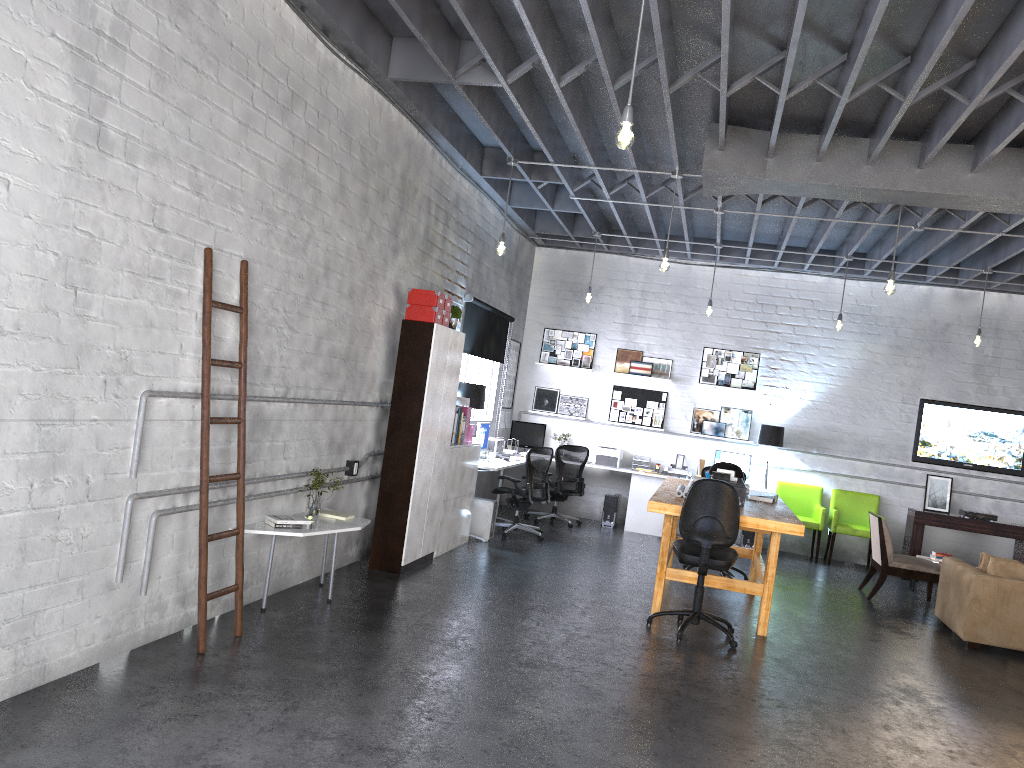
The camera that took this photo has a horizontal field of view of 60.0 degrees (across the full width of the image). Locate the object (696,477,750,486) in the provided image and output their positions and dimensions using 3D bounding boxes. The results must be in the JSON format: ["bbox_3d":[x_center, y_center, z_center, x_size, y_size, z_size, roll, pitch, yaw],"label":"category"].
[{"bbox_3d":[1.971,0.937,8.360,0.519,0.047,0.046,8,0,13],"label":"object"}]

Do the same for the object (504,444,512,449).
[{"bbox_3d":[-0.065,0.836,11.723,0.155,0.141,0.088,8,0,28],"label":"object"}]

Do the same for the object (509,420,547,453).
[{"bbox_3d":[0.199,0.732,12.103,0.560,0.427,0.146,8,0,-40],"label":"object"}]

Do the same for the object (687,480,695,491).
[{"bbox_3d":[1.508,0.859,7.447,0.057,0.057,0.635,8,-1,13],"label":"object"}]

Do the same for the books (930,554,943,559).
[{"bbox_3d":[4.971,2.006,10.262,0.208,0.024,0.144,8,-1,-2],"label":"books"}]

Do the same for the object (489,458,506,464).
[{"bbox_3d":[-0.164,0.861,9.951,0.181,0.028,0.422,8,-1,3],"label":"object"}]

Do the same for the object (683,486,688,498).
[{"bbox_3d":[1.474,0.905,7.454,0.058,0.057,0.635,8,-1,13],"label":"object"}]

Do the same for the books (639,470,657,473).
[{"bbox_3d":[1.767,1.137,11.561,0.211,0.014,0.148,8,-1,-12],"label":"books"}]

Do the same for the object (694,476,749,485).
[{"bbox_3d":[1.992,0.941,8.450,0.519,0.047,0.046,8,0,13],"label":"object"}]

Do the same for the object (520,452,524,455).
[{"bbox_3d":[0.319,0.947,11.804,0.422,0.028,0.180,8,-1,-27],"label":"object"}]

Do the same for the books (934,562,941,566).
[{"bbox_3d":[4.700,2.013,10.008,0.174,0.045,0.240,8,-1,2],"label":"books"}]

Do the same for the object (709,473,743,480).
[{"bbox_3d":[1.936,0.925,8.107,0.316,0.156,0.306,8,0,13],"label":"object"}]

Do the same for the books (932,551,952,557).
[{"bbox_3d":[4.972,1.974,10.254,0.185,0.041,0.129,8,0,7],"label":"books"}]

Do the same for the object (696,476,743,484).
[{"bbox_3d":[2.002,0.943,8.496,0.519,0.047,0.046,8,0,13],"label":"object"}]

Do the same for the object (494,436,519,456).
[{"bbox_3d":[-0.088,0.798,11.385,0.324,0.208,0.233,8,0,13],"label":"object"}]

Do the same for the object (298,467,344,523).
[{"bbox_3d":[-1.296,0.752,5.972,0.271,0.363,0.296,8,0,-42],"label":"object"}]

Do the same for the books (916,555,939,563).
[{"bbox_3d":[4.702,1.977,10.032,0.223,0.027,0.161,8,-1,22],"label":"books"}]

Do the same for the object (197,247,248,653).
[{"bbox_3d":[-1.579,0.351,4.861,0.320,2.121,0.425,8,0,13],"label":"object"}]

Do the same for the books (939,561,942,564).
[{"bbox_3d":[4.948,2.057,10.267,0.223,0.032,0.161,8,-1,-7],"label":"books"}]

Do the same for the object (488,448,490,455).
[{"bbox_3d":[-0.271,0.801,10.298,0.013,0.124,0.006,8,0,-13],"label":"object"}]

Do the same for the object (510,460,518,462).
[{"bbox_3d":[0.005,0.894,10.304,0.119,0.016,0.119,8,-1,31],"label":"object"}]

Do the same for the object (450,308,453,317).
[{"bbox_3d":[-0.609,-0.602,7.803,0.169,0.240,0.171,8,0,-38],"label":"object"}]

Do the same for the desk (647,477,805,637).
[{"bbox_3d":[1.791,1.448,7.797,1.114,0.926,2.833,8,0,13],"label":"desk"}]

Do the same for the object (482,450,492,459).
[{"bbox_3d":[-0.287,0.817,10.320,0.082,0.090,0.090,8,0,38],"label":"object"}]

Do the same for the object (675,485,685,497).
[{"bbox_3d":[1.419,0.897,7.467,0.057,0.058,0.635,8,-1,13],"label":"object"}]

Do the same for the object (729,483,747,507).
[{"bbox_3d":[1.732,0.888,7.206,0.316,0.156,0.306,8,0,13],"label":"object"}]

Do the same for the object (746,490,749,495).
[{"bbox_3d":[1.950,0.974,8.292,0.519,0.047,0.047,8,0,13],"label":"object"}]

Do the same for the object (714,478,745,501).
[{"bbox_3d":[1.800,0.900,7.506,0.316,0.156,0.306,8,0,13],"label":"object"}]

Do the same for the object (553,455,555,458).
[{"bbox_3d":[0.570,0.979,11.941,0.058,0.036,0.114,8,-1,-37],"label":"object"}]

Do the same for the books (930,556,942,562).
[{"bbox_3d":[4.977,2.032,10.256,0.161,0.026,0.223,8,-1,-18],"label":"books"}]

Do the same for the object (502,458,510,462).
[{"bbox_3d":[-0.075,0.873,10.233,0.114,0.036,0.058,8,0,3],"label":"object"}]

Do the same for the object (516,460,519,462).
[{"bbox_3d":[0.081,0.901,10.362,0.025,0.021,0.119,8,-1,40],"label":"object"}]

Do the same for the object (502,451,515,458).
[{"bbox_3d":[-0.178,0.853,11.056,0.392,0.064,0.259,8,-1,13],"label":"object"}]

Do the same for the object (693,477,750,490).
[{"bbox_3d":[1.959,0.935,8.306,0.519,0.047,0.046,8,0,11],"label":"object"}]

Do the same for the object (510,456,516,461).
[{"bbox_3d":[0.015,0.872,10.306,0.078,0.049,0.062,8,0,-17],"label":"object"}]

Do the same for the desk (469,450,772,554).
[{"bbox_3d":[1.254,1.473,10.492,3.573,0.785,3.300,8,-1,13],"label":"desk"}]

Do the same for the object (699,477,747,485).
[{"bbox_3d":[1.982,0.939,8.406,0.519,0.047,0.046,8,0,13],"label":"object"}]

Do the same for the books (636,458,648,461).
[{"bbox_3d":[1.745,1.018,11.905,0.134,0.008,0.203,8,-1,-4],"label":"books"}]

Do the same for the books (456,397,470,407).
[{"bbox_3d":[-0.528,0.263,8.894,0.192,0.267,0.060,8,0,13],"label":"books"}]

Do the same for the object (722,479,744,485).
[{"bbox_3d":[1.868,0.912,7.806,0.316,0.156,0.306,8,0,13],"label":"object"}]

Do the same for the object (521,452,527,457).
[{"bbox_3d":[0.179,0.913,11.495,0.130,0.049,0.130,8,-1,30],"label":"object"}]

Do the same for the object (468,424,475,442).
[{"bbox_3d":[-0.518,0.491,9.087,0.214,0.177,0.161,8,0,13],"label":"object"}]

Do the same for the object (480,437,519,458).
[{"bbox_3d":[-0.164,0.766,10.618,0.485,0.230,0.420,8,0,13],"label":"object"}]

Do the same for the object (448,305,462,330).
[{"bbox_3d":[-0.531,-0.590,7.938,0.169,0.240,0.171,8,0,12],"label":"object"}]

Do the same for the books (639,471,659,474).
[{"bbox_3d":[1.784,1.153,11.569,0.211,0.014,0.148,8,-1,-23],"label":"books"}]

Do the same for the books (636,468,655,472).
[{"bbox_3d":[1.743,1.119,11.564,0.211,0.014,0.148,8,-1,28],"label":"books"}]

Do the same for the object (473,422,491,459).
[{"bbox_3d":[-0.391,0.635,10.046,0.212,0.417,0.465,8,0,13],"label":"object"}]

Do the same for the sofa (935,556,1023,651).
[{"bbox_3d":[4.966,2.033,7.515,2.329,0.628,1.105,8,0,13],"label":"sofa"}]
